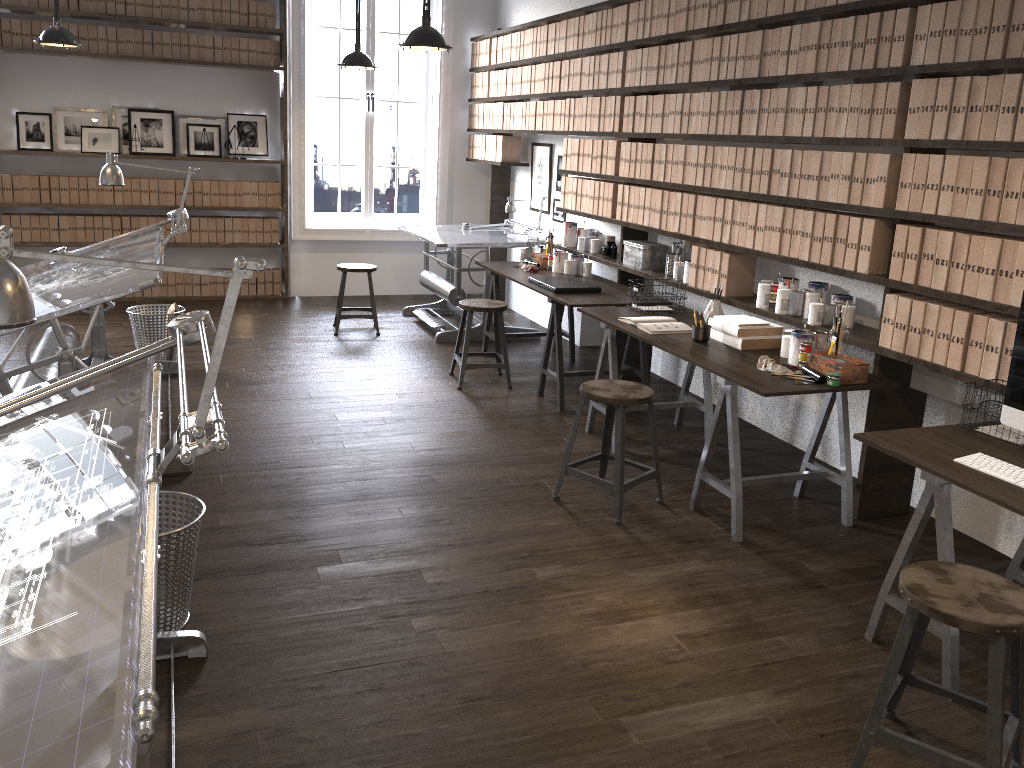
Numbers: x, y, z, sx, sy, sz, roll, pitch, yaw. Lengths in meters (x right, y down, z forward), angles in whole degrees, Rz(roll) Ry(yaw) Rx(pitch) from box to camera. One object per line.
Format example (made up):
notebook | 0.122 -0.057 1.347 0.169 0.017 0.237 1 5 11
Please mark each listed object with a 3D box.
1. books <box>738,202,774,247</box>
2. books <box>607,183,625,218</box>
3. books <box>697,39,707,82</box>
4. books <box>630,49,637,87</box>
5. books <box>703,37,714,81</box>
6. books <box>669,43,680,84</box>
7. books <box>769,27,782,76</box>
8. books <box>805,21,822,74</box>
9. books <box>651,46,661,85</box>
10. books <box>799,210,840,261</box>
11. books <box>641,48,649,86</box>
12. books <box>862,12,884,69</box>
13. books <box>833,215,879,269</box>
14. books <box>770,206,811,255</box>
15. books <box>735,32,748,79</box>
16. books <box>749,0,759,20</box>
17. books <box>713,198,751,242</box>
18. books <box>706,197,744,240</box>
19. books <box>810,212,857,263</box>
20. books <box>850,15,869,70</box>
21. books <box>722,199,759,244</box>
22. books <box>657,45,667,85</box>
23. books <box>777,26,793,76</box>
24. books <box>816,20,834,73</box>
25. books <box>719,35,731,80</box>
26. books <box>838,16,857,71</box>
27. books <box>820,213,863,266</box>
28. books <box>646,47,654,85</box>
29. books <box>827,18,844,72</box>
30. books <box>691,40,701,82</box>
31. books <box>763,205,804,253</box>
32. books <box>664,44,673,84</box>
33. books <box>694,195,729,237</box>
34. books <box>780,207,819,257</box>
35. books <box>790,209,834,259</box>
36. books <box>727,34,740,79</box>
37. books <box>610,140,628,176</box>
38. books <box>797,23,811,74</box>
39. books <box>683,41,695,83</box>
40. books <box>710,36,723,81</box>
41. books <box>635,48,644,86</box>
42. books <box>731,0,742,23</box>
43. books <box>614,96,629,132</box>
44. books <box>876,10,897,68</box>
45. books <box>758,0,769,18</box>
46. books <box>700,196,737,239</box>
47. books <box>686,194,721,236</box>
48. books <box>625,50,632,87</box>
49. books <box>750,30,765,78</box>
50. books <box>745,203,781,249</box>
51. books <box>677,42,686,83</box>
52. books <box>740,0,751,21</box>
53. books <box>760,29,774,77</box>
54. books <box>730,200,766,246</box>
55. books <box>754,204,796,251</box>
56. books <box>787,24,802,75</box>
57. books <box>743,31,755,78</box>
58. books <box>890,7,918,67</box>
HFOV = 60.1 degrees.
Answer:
books | 1.241 -0.803 4.467 0.174 0.223 0.067 -3 14 -21
books | 0.719 -1.197 5.791 0.174 0.223 0.067 -3 14 -21
books | 1.095 -1.729 4.759 0.174 0.223 0.067 -3 14 -21
books | 0.824 -1.936 5.457 0.174 0.223 0.067 -3 14 -21
books | 1.114 -1.712 4.700 0.174 0.223 0.067 -3 14 -21
books | 0.992 -1.806 5.018 0.174 0.223 0.067 -3 14 -21
books | 1.318 -1.561 4.193 0.174 0.223 0.067 -3 14 -21
books | 1.410 -1.487 3.943 0.174 0.223 0.067 -3 14 -21
books | 0.916 -1.862 5.207 0.174 0.223 0.067 -3 14 -21
books | 1.408 -0.673 4.028 0.174 0.223 0.067 -3 14 -21
books | 0.873 -1.897 5.326 0.174 0.223 0.067 -3 14 -21
books | 1.536 -1.392 3.621 0.174 0.223 0.067 -3 14 -21
books | 1.491 -0.614 3.830 0.174 0.223 0.067 -3 14 -21
books | 1.333 -0.730 4.217 0.174 0.223 0.067 -3 14 -21
books | 1.220 -1.633 4.436 0.174 0.223 0.067 -3 14 -21
books | 1.260 -1.884 4.320 0.174 0.223 0.067 -3 14 -21
books | 1.161 -0.860 4.657 0.174 0.223 0.067 -3 14 -21
books | 1.135 -0.880 4.723 0.174 0.223 0.067 -3 14 -21
books | 1.438 -0.655 3.965 0.174 0.223 0.067 -3 14 -21
books | 1.515 -1.412 3.691 0.174 0.223 0.067 -3 14 -21
books | 1.189 -0.841 4.593 0.174 0.223 0.067 -3 14 -21
books | 0.946 -1.844 5.148 0.174 0.223 0.067 -3 14 -21
books | 1.339 -1.542 4.127 0.174 0.223 0.067 -3 14 -21
books | 1.439 -1.469 3.884 0.174 0.223 0.067 -3 14 -21
books | 1.168 -1.673 4.570 0.174 0.223 0.067 -3 14 -21
books | 1.485 -1.431 3.754 0.174 0.223 0.067 -3 14 -21
books | 1.459 -0.634 3.895 0.174 0.223 0.067 -3 14 -21
books | 0.897 -1.880 5.270 0.174 0.223 0.067 -3 14 -21
books | 1.464 -1.450 3.820 0.174 0.223 0.067 -3 14 -21
books | 1.074 -1.747 4.820 0.174 0.223 0.067 -3 14 -21
books | 1.313 -0.748 4.280 0.174 0.223 0.067 -3 14 -21
books | 0.971 -1.825 5.084 0.174 0.223 0.067 -3 14 -21
books | 1.096 -0.915 4.842 0.174 0.223 0.067 -3 14 -21
books | 1.362 -0.712 4.158 0.174 0.223 0.067 -3 14 -21
books | 1.387 -0.693 4.094 0.174 0.223 0.067 -3 14 -21
books | 1.193 -1.653 4.502 0.174 0.223 0.067 -3 14 -21
books | 0.733 -1.456 5.728 0.174 0.223 0.067 -3 14 -21
books | 1.390 -1.505 4.006 0.174 0.223 0.067 -3 14 -21
books | 1.043 -1.766 4.885 0.174 0.223 0.067 -3 14 -21
books | 1.139 -1.692 4.635 0.174 0.223 0.067 -3 14 -21
books | 0.846 -1.917 5.391 0.174 0.223 0.067 -3 14 -21
books | 1.202 -1.922 4.447 0.174 0.223 0.067 -3 14 -21
books | 0.752 -1.724 5.672 0.174 0.223 0.067 -3 14 -21
books | 1.568 -1.372 3.556 0.174 0.223 0.067 -3 14 -21
books | 1.283 -1.865 4.256 0.174 0.223 0.067 -3 14 -21
books | 1.117 -0.897 4.782 0.174 0.223 0.067 -3 14 -21
books | 1.064 -0.934 4.907 0.174 0.223 0.067 -3 14 -21
books | 0.801 -1.955 5.521 0.174 0.223 0.067 -3 14 -21
books | 1.263 -1.598 4.318 0.174 0.223 0.067 -3 14 -21
books | 1.262 -0.784 4.401 0.174 0.223 0.067 -3 14 -21
books | 1.022 -1.787 4.955 0.174 0.223 0.067 -3 14 -21
books | 1.231 -1.902 4.382 0.174 0.223 0.067 -3 14 -21
books | 1.295 -1.580 4.257 0.174 0.223 0.067 -3 14 -21
books | 1.218 -0.822 4.531 0.174 0.223 0.067 -3 14 -21
books | 1.289 -0.765 4.336 0.174 0.223 0.067 -3 14 -21
books | 1.366 -1.522 4.062 0.174 0.223 0.067 -3 14 -21
books | 1.244 -1.616 4.380 0.174 0.223 0.067 -3 14 -21
books | 1.592 -1.351 3.486 0.174 0.223 0.067 -3 14 -21
